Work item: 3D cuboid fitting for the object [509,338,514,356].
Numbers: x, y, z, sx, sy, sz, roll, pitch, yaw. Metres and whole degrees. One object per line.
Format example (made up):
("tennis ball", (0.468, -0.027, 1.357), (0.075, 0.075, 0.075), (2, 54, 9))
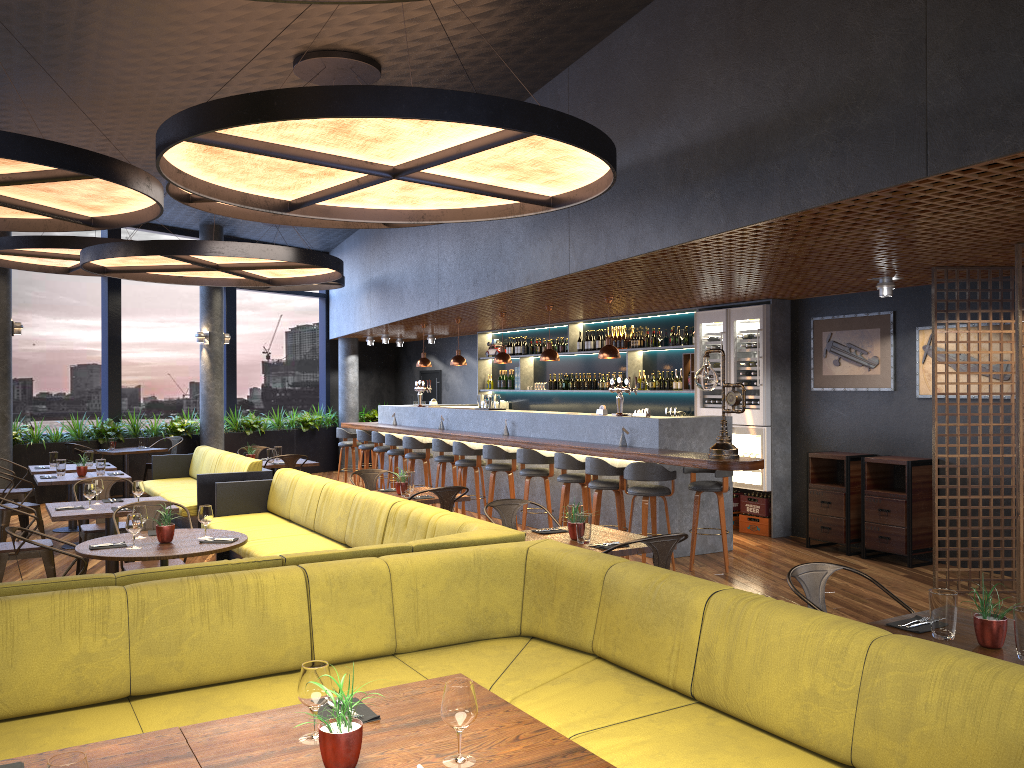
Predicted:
("object", (-0.009, -0.636, 15.142), (0.085, 0.310, 0.086), (0, 0, -3))

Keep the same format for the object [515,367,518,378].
("object", (0.108, -0.191, 15.016), (0.080, 0.192, 0.098), (0, 0, -31))

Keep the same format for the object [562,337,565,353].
("object", (0.804, -0.611, 13.988), (0.063, 0.254, 0.063), (0, 0, -3))

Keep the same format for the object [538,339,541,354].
("object", (0.446, -0.610, 14.384), (0.063, 0.254, 0.063), (0, 0, -13))

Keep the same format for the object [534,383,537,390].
("object", (0.403, 0.036, 14.576), (0.084, 0.119, 0.084), (0, 0, 14))

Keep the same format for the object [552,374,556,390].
("object", (0.663, -0.032, 14.057), (0.063, 0.254, 0.063), (0, 0, -43))

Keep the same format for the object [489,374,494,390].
("object", (-0.372, -0.039, 15.924), (0.079, 0.281, 0.079), (0, 0, -27))

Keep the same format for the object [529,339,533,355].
("object", (0.316, -0.609, 14.584), (0.063, 0.254, 0.063), (0, 0, 42))

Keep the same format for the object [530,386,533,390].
("object", (0.320, 0.066, 14.681), (0.042, 0.059, 0.042), (0, 0, 21))

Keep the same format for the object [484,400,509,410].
("object", (-0.379, 0.540, 15.586), (0.550, 0.569, 0.355), (0, 0, -31))

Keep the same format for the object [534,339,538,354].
("object", (0.399, -0.609, 14.500), (0.063, 0.254, 0.063), (0, 0, 32))

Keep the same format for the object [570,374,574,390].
("object", (0.923, -0.034, 13.667), (0.063, 0.254, 0.063), (0, 0, -13))

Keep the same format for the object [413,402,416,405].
("object", (-1.670, 0.332, 15.180), (0.042, 0.059, 0.042), (0, 0, -33))

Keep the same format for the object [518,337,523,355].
("object", (0.149, -0.637, 14.880), (0.085, 0.310, 0.086), (0, 0, 3))

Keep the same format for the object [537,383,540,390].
("object", (0.446, 0.035, 14.502), (0.084, 0.119, 0.084), (0, 0, 14))

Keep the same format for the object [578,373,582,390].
("object", (1.045, -0.035, 13.606), (0.063, 0.254, 0.063), (0, 0, 32))

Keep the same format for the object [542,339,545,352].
("object", (0.522, -0.610, 14.470), (0.063, 0.254, 0.063), (0, 0, 7))

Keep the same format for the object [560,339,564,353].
("object", (0.777, -0.594, 13.795), (0.068, 0.217, 0.068), (0, 0, 44))

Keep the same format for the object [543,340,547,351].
("object", (0.528, -0.592, 14.216), (0.068, 0.217, 0.068), (0, 0, -41))

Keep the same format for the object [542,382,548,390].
("object", (0.534, 0.035, 14.353), (0.084, 0.119, 0.084), (0, 0, 14))

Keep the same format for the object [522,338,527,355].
("object", (0.212, -0.620, 14.782), (0.083, 0.301, 0.083), (0, 0, -23))

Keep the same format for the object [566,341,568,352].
("object", (0.875, -0.598, 13.683), (0.088, 0.224, 0.088), (0, 0, -16))

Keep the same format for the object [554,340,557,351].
("object", (0.721, -0.596, 14.154), (0.088, 0.224, 0.088), (0, 0, -36))

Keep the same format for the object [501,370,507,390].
("object", (-0.140, -0.072, 15.394), (0.094, 0.340, 0.094), (0, 0, -17))

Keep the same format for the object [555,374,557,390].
("object", (0.690, -0.032, 14.203), (0.063, 0.254, 0.063), (0, 0, -38))

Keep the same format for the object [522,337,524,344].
("object", (0.184, -0.637, 15.012), (0.085, 0.310, 0.086), (0, 0, -3))

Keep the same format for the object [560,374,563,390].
("object", (0.782, -0.033, 13.969), (0.063, 0.254, 0.063), (0, 0, -3))

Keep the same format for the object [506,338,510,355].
("object", (-0.054, -0.636, 15.223), (0.085, 0.310, 0.086), (0, 0, 3))

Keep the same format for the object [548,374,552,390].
("object", (0.612, -0.032, 14.144), (0.063, 0.254, 0.063), (0, 0, 32))

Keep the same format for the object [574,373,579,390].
("object", (0.986, -0.034, 13.545), (0.063, 0.254, 0.063), (0, 0, 12))

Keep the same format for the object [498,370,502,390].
("object", (-0.202, -0.071, 15.472), (0.094, 0.340, 0.094), (0, 0, -8))

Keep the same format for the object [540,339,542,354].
("object", (0.464, -0.610, 14.552), (0.063, 0.254, 0.063), (0, 0, 32))

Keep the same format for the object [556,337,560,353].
("object", (0.721, -0.611, 13.953), (0.063, 0.254, 0.063), (0, 0, 17))

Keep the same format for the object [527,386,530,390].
("object", (0.276, 0.066, 14.682), (0.042, 0.059, 0.042), (0, 0, 21))

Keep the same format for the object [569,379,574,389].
("object", (0.941, -0.019, 13.849), (0.088, 0.224, 0.088), (0, 0, 34))

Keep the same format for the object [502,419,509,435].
("object", (-0.073, 0.548, 11.241), (0.069, 0.203, 0.114), (0, 0, -41))

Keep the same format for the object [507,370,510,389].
("object", (-0.037, -0.072, 15.424), (0.094, 0.340, 0.094), (0, 0, -8))

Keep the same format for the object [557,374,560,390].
("object", (0.753, -0.033, 14.097), (0.063, 0.254, 0.063), (0, 0, 17))

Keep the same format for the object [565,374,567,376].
("object", (0.857, -0.033, 14.017), (0.063, 0.254, 0.063), (0, 0, 32))

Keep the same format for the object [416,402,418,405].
("object", (-1.629, 0.332, 15.203), (0.042, 0.059, 0.042), (0, 0, -33))

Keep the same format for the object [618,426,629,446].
("object", (1.156, 0.540, 9.170), (0.114, 0.203, 0.069), (0, 0, 4))

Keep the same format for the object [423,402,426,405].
("object", (-1.507, 0.332, 15.281), (0.042, 0.059, 0.042), (0, 0, -33))

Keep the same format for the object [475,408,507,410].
("object", (-0.298, 0.342, 12.180), (0.273, 0.019, 0.437), (0, 0, -31))

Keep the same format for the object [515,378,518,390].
("object", (0.107, 0.002, 15.015), (0.080, 0.192, 0.098), (0, 0, -31))

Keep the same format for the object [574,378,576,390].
("object", (0.996, -0.034, 13.701), (0.063, 0.254, 0.063), (0, 0, 2))

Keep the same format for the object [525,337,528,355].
("object", (0.230, -0.637, 14.929), (0.085, 0.310, 0.086), (0, 0, 10))

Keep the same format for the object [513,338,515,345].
("object", (0.028, -0.636, 15.272), (0.085, 0.310, 0.086), (0, 0, 10))

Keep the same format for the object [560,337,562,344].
("object", (0.782, -0.611, 14.074), (0.063, 0.254, 0.063), (0, 0, -23))

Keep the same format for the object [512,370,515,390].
("object", (0.013, -0.072, 15.340), (0.094, 0.340, 0.094), (0, 0, -21))

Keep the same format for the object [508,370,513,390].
("object", (-0.024, -0.073, 15.218), (0.094, 0.340, 0.094), (0, 0, 9))

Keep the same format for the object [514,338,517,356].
("object", (0.075, -0.636, 15.186), (0.085, 0.310, 0.086), (0, 0, -19))

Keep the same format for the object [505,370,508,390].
("object", (-0.102, -0.072, 15.504), (0.094, 0.340, 0.094), (0, 0, -24))

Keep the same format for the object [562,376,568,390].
("object", (0.830, -0.018, 13.816), (0.088, 0.224, 0.088), (0, 0, -16))

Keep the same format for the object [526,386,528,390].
("object", (0.260, 0.066, 14.781), (0.042, 0.059, 0.042), (0, 0, 21))

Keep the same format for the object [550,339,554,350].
("object", (0.626, -0.596, 14.107), (0.088, 0.224, 0.088), (0, 0, -36))

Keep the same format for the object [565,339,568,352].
("object", (0.861, -0.594, 13.836), (0.068, 0.217, 0.068), (0, 0, -26))

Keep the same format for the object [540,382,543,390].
("object", (0.490, 0.035, 14.428), (0.084, 0.119, 0.084), (0, 0, 14))

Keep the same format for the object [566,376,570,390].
("object", (0.872, -0.018, 13.922), (0.088, 0.224, 0.088), (0, 0, 24))

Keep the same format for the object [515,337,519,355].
("object", (0.098, -0.637, 14.970), (0.085, 0.310, 0.086), (0, 0, -12))
